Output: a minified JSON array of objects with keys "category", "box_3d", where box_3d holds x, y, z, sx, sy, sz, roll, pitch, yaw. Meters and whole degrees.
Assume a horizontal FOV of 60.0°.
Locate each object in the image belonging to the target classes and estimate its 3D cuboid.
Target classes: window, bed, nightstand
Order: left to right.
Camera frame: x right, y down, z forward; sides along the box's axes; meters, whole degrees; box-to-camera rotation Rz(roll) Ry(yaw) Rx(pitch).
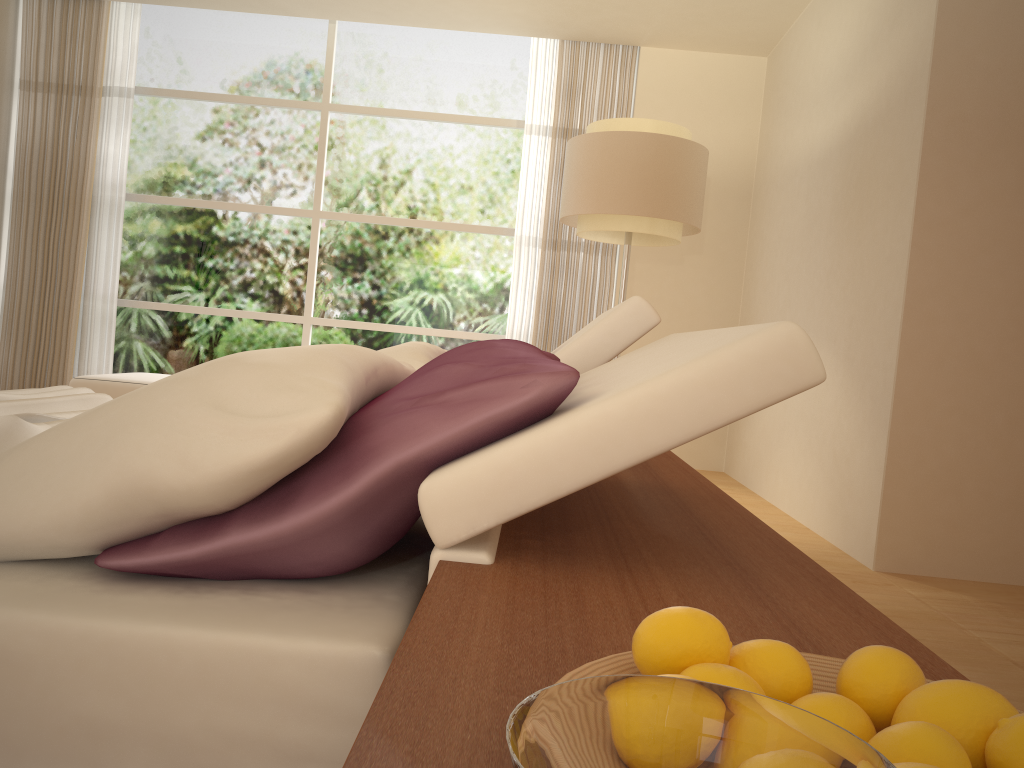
[{"category":"bed","box_3d":[-1.252,0.309,1.873,2.535,0.570,2.599,5,2,1]},{"category":"window","box_3d":[-1.550,-1.346,7.046,4.781,3.371,0.071,5,2,1]},{"category":"nightstand","box_3d":[0.159,0.457,1.892,0.493,0.539,4.220,5,2,1]}]

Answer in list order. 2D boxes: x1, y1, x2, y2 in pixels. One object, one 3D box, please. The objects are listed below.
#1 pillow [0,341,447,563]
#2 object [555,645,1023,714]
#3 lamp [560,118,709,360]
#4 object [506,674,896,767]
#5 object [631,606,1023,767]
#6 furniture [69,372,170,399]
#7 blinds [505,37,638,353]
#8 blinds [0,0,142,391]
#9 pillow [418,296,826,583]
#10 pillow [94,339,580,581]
[{"category":"pillow","box_3d":[-0.463,0.057,1.881,0.561,0.339,1.720,5,2,1]},{"category":"object","box_3d":[0.178,0.221,0.468,0.337,0.053,0.337,6,2,15]},{"category":"lamp","box_3d":[0.599,-0.371,4.878,0.817,2.018,0.817,8,3,44]},{"category":"object","box_3d":[0.046,0.172,0.251,0.110,0.141,0.110,8,3,44]},{"category":"object","box_3d":[0.175,0.193,0.483,0.230,0.084,0.259,4,3,-29]},{"category":"furniture","box_3d":[-2.386,0.132,6.160,0.965,0.346,0.964,5,2,1]},{"category":"blinds","box_3d":[0.410,-1.136,6.688,0.814,3.351,0.202,5,2,0]},{"category":"blinds","box_3d":[-3.453,-1.508,6.839,0.950,3.352,0.211,5,2,0]},{"category":"pillow","box_3d":[0.141,0.027,1.878,0.461,0.457,1.779,5,2,1]},{"category":"pillow","box_3d":[-0.193,0.068,1.880,0.575,0.369,1.683,5,2,1]}]
